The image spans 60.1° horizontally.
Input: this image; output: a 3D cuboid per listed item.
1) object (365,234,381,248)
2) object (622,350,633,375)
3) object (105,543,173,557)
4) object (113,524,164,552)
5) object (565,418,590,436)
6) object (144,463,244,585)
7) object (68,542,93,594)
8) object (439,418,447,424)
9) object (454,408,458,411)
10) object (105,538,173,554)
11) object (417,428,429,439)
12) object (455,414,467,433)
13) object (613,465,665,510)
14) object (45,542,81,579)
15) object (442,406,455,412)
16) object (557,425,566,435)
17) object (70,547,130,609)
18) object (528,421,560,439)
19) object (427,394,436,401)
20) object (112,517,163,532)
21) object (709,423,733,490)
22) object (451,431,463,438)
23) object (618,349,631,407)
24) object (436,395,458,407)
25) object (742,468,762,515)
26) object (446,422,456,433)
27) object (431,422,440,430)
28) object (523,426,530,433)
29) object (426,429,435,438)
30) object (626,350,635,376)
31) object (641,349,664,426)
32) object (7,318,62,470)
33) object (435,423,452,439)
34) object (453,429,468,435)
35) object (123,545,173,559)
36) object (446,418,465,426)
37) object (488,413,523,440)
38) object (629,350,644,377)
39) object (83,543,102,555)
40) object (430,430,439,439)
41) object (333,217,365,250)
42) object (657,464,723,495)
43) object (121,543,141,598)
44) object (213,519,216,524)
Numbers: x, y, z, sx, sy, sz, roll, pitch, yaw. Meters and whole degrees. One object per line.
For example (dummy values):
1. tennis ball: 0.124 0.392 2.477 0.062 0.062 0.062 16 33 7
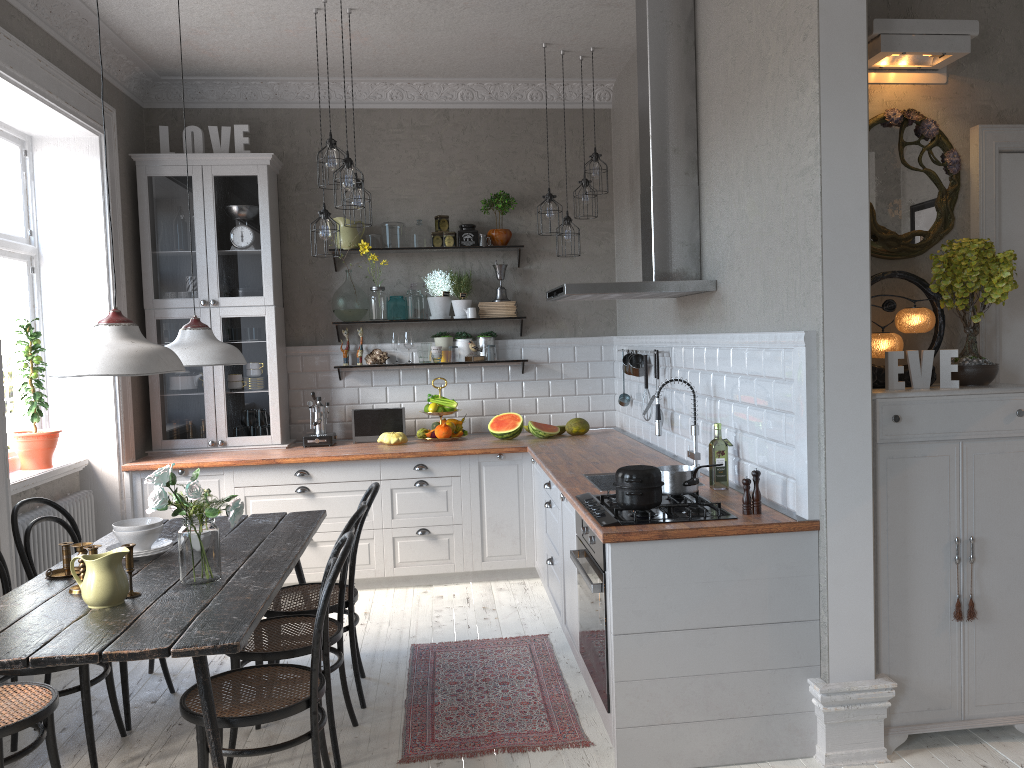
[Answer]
1. object: -0.951 -0.969 6.074 0.104 0.111 0.103 -2 3 -6
2. object: 0.748 -0.136 5.568 0.108 0.161 0.137 -2 3 6
3. object: -1.440 0.644 3.429 0.242 0.027 0.232 -4 4 -38
4. object: -1.442 0.600 3.426 0.181 0.094 0.177 -3 3 -15
5. object: 0.445 0.289 6.016 0.208 0.119 0.129 -5 4 -43
6. object: -1.070 0.468 3.011 0.314 0.414 0.250 -2 3 -8
7. object: -1.432 0.604 2.959 0.097 0.172 0.094 -3 3 -25
8. object: -0.465 0.280 6.062 0.086 0.093 0.086 -2 3 -10
9. object: -0.394 0.171 6.010 0.052 0.050 0.049 -2 3 3
10. object: -1.441 0.636 3.428 0.235 0.027 0.240 -1 3 17
11. object: -0.591 0.332 6.003 0.075 0.072 0.154 -1 3 24
12. object: -0.356 0.267 6.025 0.060 0.120 0.127 -1 3 18
13. object: 0.467 0.381 3.268 0.193 0.147 0.189 -3 3 -26
14. object: -1.598 0.628 3.180 0.142 0.112 0.137 -3 3 -23
15. object: -0.432 0.177 5.975 0.077 0.062 0.098 -4 4 -33
16. object: 0.305 0.315 6.049 0.204 0.073 0.117 -5 4 -43
17. object: -1.288 0.609 2.786 0.153 0.170 0.133 -5 4 -45
18. object: 0.221 0.300 5.863 0.228 0.127 0.146 -3 3 -23
19. object: -0.536 0.093 5.957 0.074 0.058 0.050 -4 3 -29
20. object: -1.443 0.580 3.425 0.181 0.094 0.177 -3 3 -15
21. object: 0.892 0.308 3.768 0.090 0.282 0.081 -2 3 -6
22. object: -0.371 0.339 5.954 0.088 0.051 0.069 1 4 42
23. object: 0.736 -0.041 5.832 0.077 0.379 0.082 -2 3 -6
24. object: -0.446 0.117 6.033 0.179 0.096 0.089 -1 3 14
25. object: 0.876 0.391 3.237 0.073 0.167 0.036 -2 3 -7
26. object: -0.423 0.294 5.953 0.087 0.078 0.089 -1 3 20
27. object: -0.497 0.291 6.066 0.078 0.076 0.156 -1 3 21
28. object: 0.179 0.318 6.130 0.199 0.067 0.103 -2 3 0
29. object: -0.548 0.335 5.972 0.084 0.057 0.089 0 3 26
30. object: 0.759 -0.129 5.440 0.109 0.161 0.136 -2 3 -4
31. object: 0.773 0.029 4.952 0.081 0.443 0.327 -2 3 -4
32. object: -2.579 0.049 4.762 0.256 0.813 0.264 -1 3 21
33. object: -0.456 0.310 5.874 0.115 0.111 0.109 -4 4 -39
34. object: -0.399 0.324 6.072 0.213 0.044 0.055 0 4 32
35. object: -1.440 0.653 3.429 0.235 0.027 0.239 -1 3 12
36. object: -0.384 0.261 6.029 0.128 0.056 0.059 -3 3 -14
37. object: -0.042 0.284 5.879 0.233 0.174 0.220 -1 3 16
38. object: 0.761 -0.123 5.313 0.107 0.161 0.138 -1 3 11
39. object: -1.366 0.605 2.895 0.061 0.172 0.062 -1 3 16
40. object: -0.534 0.343 5.990 0.071 0.076 0.225 -3 3 -23
41. object: -1.107 -1.013 5.994 0.190 0.216 0.174 -1 3 8
42. object: 0.717 0.367 3.528 0.298 0.134 0.178 0 3 28
43. object: -1.240 0.605 2.875 0.059 0.167 0.059 -2 3 8
44. object: -1.229 0.597 3.496 0.124 0.119 0.128 -1 3 10
